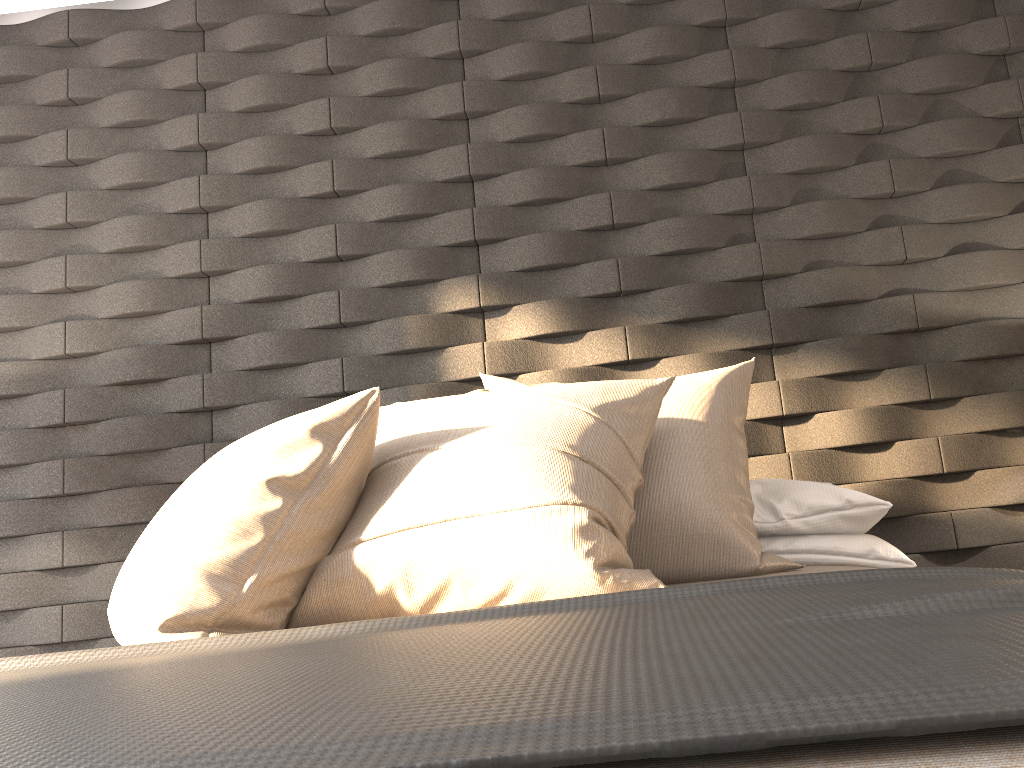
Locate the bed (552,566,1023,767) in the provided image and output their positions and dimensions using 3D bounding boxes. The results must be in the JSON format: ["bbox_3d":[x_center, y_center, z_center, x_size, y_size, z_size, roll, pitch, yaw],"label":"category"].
[{"bbox_3d":[-0.079,0.633,1.140,2.275,0.624,2.313,-7,-11,5],"label":"bed"}]

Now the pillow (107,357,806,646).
[{"bbox_3d":[-0.103,0.159,1.629,1.246,0.518,0.908,-7,-11,5],"label":"pillow"}]

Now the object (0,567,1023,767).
[{"bbox_3d":[-0.167,0.381,0.727,2.042,0.322,0.621,-6,-11,2],"label":"object"}]
